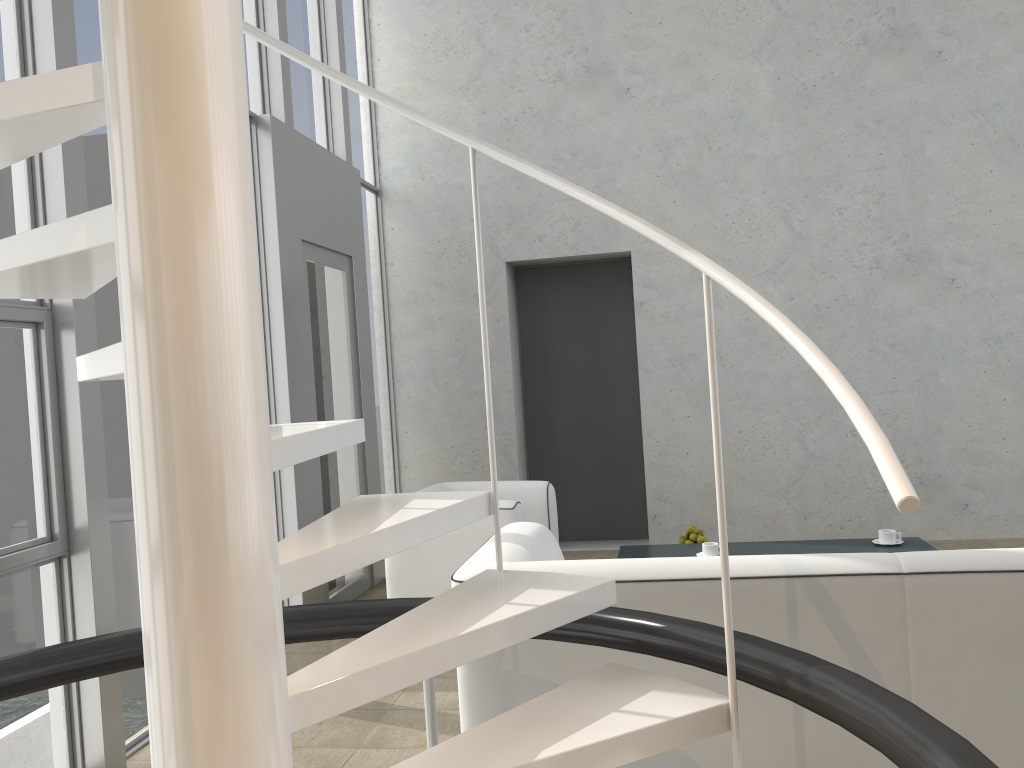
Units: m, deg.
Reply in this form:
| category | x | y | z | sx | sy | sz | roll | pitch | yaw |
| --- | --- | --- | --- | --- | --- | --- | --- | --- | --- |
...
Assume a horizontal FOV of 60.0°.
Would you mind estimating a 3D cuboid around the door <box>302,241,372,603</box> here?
| category | x | y | z | sx | sy | sz | roll | pitch | yaw |
| --- | --- | --- | --- | --- | --- | --- | --- | --- | --- |
| door | -1.044 | 0.249 | 5.248 | 0.030 | 2.102 | 0.804 | -4 | 1 | 10 |

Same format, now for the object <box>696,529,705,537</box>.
| category | x | y | z | sx | sy | sz | roll | pitch | yaw |
| --- | --- | --- | --- | --- | --- | --- | --- | --- | --- |
| object | 0.993 | 0.788 | 4.679 | 0.047 | 0.045 | 0.047 | -4 | 1 | 11 |

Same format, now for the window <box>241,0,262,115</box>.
| category | x | y | z | sx | sy | sz | roll | pitch | yaw |
| --- | --- | --- | --- | --- | --- | --- | --- | --- | --- |
| window | -1.489 | -2.868 | 4.327 | 0.010 | 2.947 | 0.742 | -4 | 1 | 10 |

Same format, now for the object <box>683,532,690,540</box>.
| category | x | y | z | sx | sy | sz | roll | pitch | yaw |
| --- | --- | --- | --- | --- | --- | --- | --- | --- | --- |
| object | 0.929 | 0.804 | 4.679 | 0.055 | 0.054 | 0.050 | -4 | 1 | -21 |

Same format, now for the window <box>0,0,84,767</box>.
| category | x | y | z | sx | sy | sz | roll | pitch | yaw |
| --- | --- | --- | --- | --- | --- | --- | --- | --- | --- |
| window | -1.701 | -1.481 | 2.540 | 0.050 | 5.700 | 0.800 | -4 | 1 | 10 |

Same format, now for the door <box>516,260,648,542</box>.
| category | x | y | z | sx | sy | sz | roll | pitch | yaw |
| --- | --- | --- | --- | --- | --- | --- | --- | --- | --- |
| door | 0.525 | 0.142 | 6.681 | 0.864 | 2.080 | 0.040 | -4 | 1 | 10 |

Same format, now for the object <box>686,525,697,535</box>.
| category | x | y | z | sx | sy | sz | roll | pitch | yaw |
| --- | --- | --- | --- | --- | --- | --- | --- | --- | --- |
| object | 0.941 | 0.767 | 4.644 | 0.055 | 0.056 | 0.055 | -4 | 1 | 10 |

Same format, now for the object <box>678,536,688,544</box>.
| category | x | y | z | sx | sy | sz | roll | pitch | yaw |
| --- | --- | --- | --- | --- | --- | --- | --- | --- | --- |
| object | 0.895 | 0.819 | 4.636 | 0.055 | 0.048 | 0.054 | -4 | 1 | 3 |

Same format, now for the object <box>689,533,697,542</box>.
| category | x | y | z | sx | sy | sz | roll | pitch | yaw |
| --- | --- | --- | --- | --- | --- | --- | --- | --- | --- |
| object | 0.942 | 0.798 | 4.604 | 0.040 | 0.043 | 0.044 | -3 | 1 | 25 |

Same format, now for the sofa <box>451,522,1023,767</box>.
| category | x | y | z | sx | sy | sz | roll | pitch | yaw |
| --- | --- | --- | --- | --- | --- | --- | --- | --- | --- |
| sofa | 1.174 | 0.787 | 2.900 | 2.601 | 0.638 | 0.971 | -4 | 1 | 10 |

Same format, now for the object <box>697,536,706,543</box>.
| category | x | y | z | sx | sy | sz | roll | pitch | yaw |
| --- | --- | --- | --- | --- | --- | --- | --- | --- | --- |
| object | 0.979 | 0.808 | 4.580 | 0.047 | 0.048 | 0.047 | -4 | 1 | -28 |

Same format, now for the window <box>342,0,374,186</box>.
| category | x | y | z | sx | sy | sz | roll | pitch | yaw |
| --- | --- | --- | --- | --- | --- | --- | --- | --- | --- |
| window | -1.175 | -2.909 | 6.126 | 0.010 | 2.947 | 0.742 | -4 | 1 | 10 |

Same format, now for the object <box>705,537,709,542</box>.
| category | x | y | z | sx | sy | sz | roll | pitch | yaw |
| --- | --- | --- | --- | --- | --- | --- | --- | --- | --- |
| object | 0.998 | 0.824 | 4.620 | 0.058 | 0.058 | 0.058 | -4 | 1 | -23 |

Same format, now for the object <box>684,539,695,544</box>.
| category | x | y | z | sx | sy | sz | roll | pitch | yaw |
| --- | --- | --- | --- | --- | --- | --- | --- | --- | --- |
| object | 0.921 | 0.833 | 4.596 | 0.053 | 0.055 | 0.054 | -4 | 1 | -25 |

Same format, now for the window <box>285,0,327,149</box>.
| category | x | y | z | sx | sy | sz | roll | pitch | yaw |
| --- | --- | --- | --- | --- | --- | --- | --- | --- | --- |
| window | -1.332 | -2.888 | 5.226 | 0.010 | 2.947 | 0.742 | -4 | 1 | 10 |

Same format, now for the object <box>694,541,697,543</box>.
| category | x | y | z | sx | sy | sz | roll | pitch | yaw |
| --- | --- | --- | --- | --- | --- | --- | --- | --- | --- |
| object | 0.973 | 0.823 | 4.692 | 0.047 | 0.045 | 0.047 | -4 | 1 | 14 |

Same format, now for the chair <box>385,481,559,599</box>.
| category | x | y | z | sx | sy | sz | roll | pitch | yaw |
| --- | --- | --- | --- | --- | --- | --- | --- | --- | --- |
| chair | -0.186 | 0.857 | 4.538 | 0.720 | 0.635 | 0.829 | -4 | 1 | 15 |

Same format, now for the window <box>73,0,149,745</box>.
| category | x | y | z | sx | sy | sz | roll | pitch | yaw |
| --- | --- | --- | --- | --- | --- | --- | --- | --- | --- |
| window | -1.559 | -1.500 | 3.442 | 0.010 | 5.653 | 0.742 | -4 | 1 | 10 |

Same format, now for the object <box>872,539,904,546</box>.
| category | x | y | z | sx | sy | sz | roll | pitch | yaw |
| --- | --- | --- | --- | --- | --- | --- | --- | --- | --- |
| object | 1.748 | 0.737 | 4.124 | 0.136 | 0.014 | 0.130 | -3 | 1 | 25 |

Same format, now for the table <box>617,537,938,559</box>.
| category | x | y | z | sx | sy | sz | roll | pitch | yaw |
| --- | --- | --- | --- | --- | --- | --- | --- | --- | --- |
| table | 1.221 | 0.973 | 4.147 | 1.420 | 0.390 | 0.532 | -4 | 1 | 10 |

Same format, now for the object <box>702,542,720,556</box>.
| category | x | y | z | sx | sy | sz | roll | pitch | yaw |
| --- | --- | --- | --- | --- | --- | --- | --- | --- | --- |
| object | 0.920 | 0.765 | 4.082 | 0.075 | 0.057 | 0.090 | -4 | 1 | -32 |

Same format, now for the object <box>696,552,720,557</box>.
| category | x | y | z | sx | sy | sz | roll | pitch | yaw |
| --- | --- | --- | --- | --- | --- | --- | --- | --- | --- |
| object | 0.918 | 0.791 | 4.089 | 0.136 | 0.014 | 0.130 | -3 | 1 | 25 |

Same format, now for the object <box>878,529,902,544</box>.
| category | x | y | z | sx | sy | sz | roll | pitch | yaw |
| --- | --- | --- | --- | --- | --- | --- | --- | --- | --- |
| object | 1.750 | 0.710 | 4.117 | 0.075 | 0.057 | 0.090 | -4 | 1 | -32 |

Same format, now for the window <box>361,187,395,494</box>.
| category | x | y | z | sx | sy | sz | roll | pitch | yaw |
| --- | --- | --- | --- | --- | --- | --- | --- | --- | --- |
| window | -0.977 | -0.066 | 6.226 | 0.010 | 2.646 | 0.605 | -4 | 1 | 10 |

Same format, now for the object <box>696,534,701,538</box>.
| category | x | y | z | sx | sy | sz | roll | pitch | yaw |
| --- | --- | --- | --- | --- | --- | --- | --- | --- | --- |
| object | 0.974 | 0.802 | 4.645 | 0.040 | 0.038 | 0.040 | -4 | 1 | -19 |
